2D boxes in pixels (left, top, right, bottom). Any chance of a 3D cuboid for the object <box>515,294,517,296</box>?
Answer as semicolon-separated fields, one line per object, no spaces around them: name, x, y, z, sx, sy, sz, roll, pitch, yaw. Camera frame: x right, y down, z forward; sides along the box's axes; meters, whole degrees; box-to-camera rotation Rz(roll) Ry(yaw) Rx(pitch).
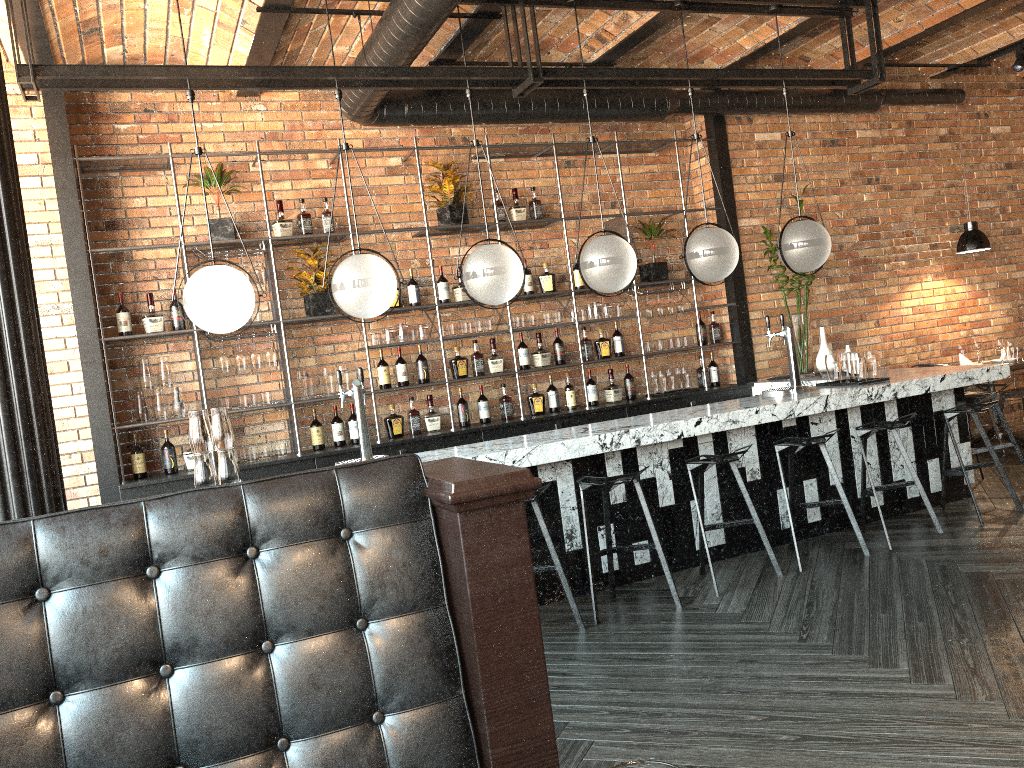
object;-0.021;-0.819;6.927;0.086;0.299;0.086;-7;2;26

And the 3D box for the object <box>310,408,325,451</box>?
object;-1.395;0.323;6.328;0.086;0.299;0.086;-7;2;26

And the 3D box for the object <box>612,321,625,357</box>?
object;0.871;-0.370;7.298;0.086;0.298;0.086;-7;2;26

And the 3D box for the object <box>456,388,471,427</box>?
object;-0.374;0.177;6.724;0.086;0.297;0.086;-7;2;11

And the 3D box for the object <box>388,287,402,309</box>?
object;-0.888;-0.667;6.557;0.151;0.248;0.094;-8;2;-19

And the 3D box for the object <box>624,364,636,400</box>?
object;0.966;-0.018;7.318;0.086;0.299;0.086;-7;2;26

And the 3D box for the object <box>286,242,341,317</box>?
object;-1.391;-0.734;6.320;0.430;0.526;0.425;-8;2;-10

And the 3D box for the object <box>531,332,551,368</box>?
object;0.225;-0.266;6.997;0.123;0.279;0.123;-9;2;-34

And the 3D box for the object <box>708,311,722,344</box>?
object;1.745;-0.488;7.651;0.083;0.282;0.083;-8;2;-13

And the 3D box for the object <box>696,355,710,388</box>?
object;1.631;-0.104;7.594;0.083;0.282;0.083;-9;2;-38

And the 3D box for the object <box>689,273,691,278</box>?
object;1.548;-1.036;7.583;0.083;0.282;0.083;-8;2;-8

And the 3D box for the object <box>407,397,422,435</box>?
object;-0.732;0.235;6.600;0.083;0.282;0.083;-8;2;-23

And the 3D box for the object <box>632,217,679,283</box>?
object;1.199;-1.123;7.402;0.398;0.560;0.374;-6;2;40

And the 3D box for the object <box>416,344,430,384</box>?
object;-0.674;-0.148;6.637;0.086;0.297;0.086;-7;2;26

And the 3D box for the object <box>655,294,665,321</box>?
object;1.249;-0.664;7.529;0.092;0.244;0.092;-7;2;17

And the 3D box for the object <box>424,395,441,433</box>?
object;-0.600;0.219;6.641;0.123;0.279;0.123;-8;2;-9

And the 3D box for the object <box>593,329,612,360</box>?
object;0.739;-0.325;7.227;0.151;0.248;0.094;-8;2;-14

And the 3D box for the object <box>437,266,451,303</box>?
object;-0.523;-0.747;6.720;0.086;0.298;0.086;-7;2;26

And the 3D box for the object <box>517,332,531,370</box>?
object;0.087;-0.258;6.962;0.086;0.298;0.086;-7;2;26

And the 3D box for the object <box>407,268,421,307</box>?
object;-0.739;-0.715;6.636;0.086;0.298;0.086;-7;2;26

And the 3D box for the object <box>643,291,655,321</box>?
object;1.121;-0.640;7.296;0.092;0.244;0.092;-7;2;17

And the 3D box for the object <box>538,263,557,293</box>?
object;0.281;-0.835;7.049;0.151;0.248;0.094;-7;2;6

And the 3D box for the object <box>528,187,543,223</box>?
object;0.182;-1.418;7.023;0.083;0.282;0.083;-9;2;-38

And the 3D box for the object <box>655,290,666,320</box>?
object;1.222;-0.654;7.338;0.092;0.244;0.092;-7;2;17

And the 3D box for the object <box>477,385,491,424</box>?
object;-0.222;0.153;6.823;0.086;0.298;0.086;-7;2;26

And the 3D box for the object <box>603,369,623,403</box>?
object;0.820;0.015;7.238;0.123;0.279;0.123;-9;2;-34

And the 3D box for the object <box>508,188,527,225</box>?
object;0.038;-1.395;6.964;0.123;0.279;0.123;-8;2;-19

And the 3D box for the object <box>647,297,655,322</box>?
object;1.158;-0.651;7.490;0.092;0.244;0.092;-7;2;17

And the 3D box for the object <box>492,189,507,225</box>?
object;-0.104;-1.377;6.902;0.083;0.282;0.083;-8;2;-23

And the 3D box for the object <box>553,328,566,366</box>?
object;0.372;-0.299;7.078;0.086;0.299;0.086;-7;2;26

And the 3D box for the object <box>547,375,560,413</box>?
object;0.322;0.076;7.059;0.086;0.298;0.086;-7;2;26

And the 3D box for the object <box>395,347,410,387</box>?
object;-0.824;-0.128;6.605;0.086;0.298;0.086;-7;2;26

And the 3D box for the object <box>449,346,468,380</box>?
object;-0.406;-0.160;6.746;0.151;0.248;0.094;-9;2;-34

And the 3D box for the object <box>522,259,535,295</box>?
object;0.119;-0.840;7.016;0.086;0.298;0.086;-7;2;26

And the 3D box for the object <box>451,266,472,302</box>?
object;-0.385;-0.755;6.755;0.123;0.279;0.123;-9;2;-34

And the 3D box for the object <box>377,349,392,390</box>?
object;-0.947;-0.108;6.526;0.086;0.299;0.086;-7;2;26

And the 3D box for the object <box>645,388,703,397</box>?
object;1.357;0.070;7.416;0.437;0.019;0.273;-8;2;-23

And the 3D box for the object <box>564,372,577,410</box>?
object;0.461;0.057;7.102;0.080;0.299;0.080;-8;2;-20

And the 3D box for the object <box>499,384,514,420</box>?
object;-0.051;0.137;6.887;0.083;0.282;0.083;-9;2;-38

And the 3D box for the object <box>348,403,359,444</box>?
object;-1.143;0.286;6.436;0.086;0.298;0.086;-7;2;26

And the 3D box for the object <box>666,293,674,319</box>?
object;1.344;-0.677;7.568;0.092;0.244;0.092;-7;2;17

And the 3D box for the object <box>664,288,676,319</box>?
object;1.312;-0.667;7.376;0.092;0.244;0.092;-7;2;17

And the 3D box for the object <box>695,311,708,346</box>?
object;1.619;-0.479;7.602;0.086;0.299;0.086;-7;2;26

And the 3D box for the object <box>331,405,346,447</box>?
object;-1.261;0.302;6.412;0.086;0.298;0.086;-7;2;26

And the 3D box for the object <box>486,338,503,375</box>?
object;-0.135;-0.215;6.846;0.123;0.279;0.123;-8;2;-9

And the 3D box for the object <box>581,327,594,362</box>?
object;0.596;-0.323;7.168;0.083;0.282;0.083;-9;2;-38

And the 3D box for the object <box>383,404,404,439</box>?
object;-0.871;0.274;6.541;0.151;0.248;0.094;-9;2;-34

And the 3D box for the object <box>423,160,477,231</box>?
object;-0.490;-1.445;6.783;0.425;0.526;0.430;-8;2;-20

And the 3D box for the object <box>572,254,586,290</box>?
object;0.534;-0.898;7.163;0.086;0.299;0.086;-7;2;26

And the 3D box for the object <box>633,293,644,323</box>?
object;1.058;-0.636;7.448;0.092;0.244;0.092;-7;2;17

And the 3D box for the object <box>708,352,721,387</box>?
object;1.740;-0.128;7.655;0.086;0.298;0.086;-7;2;26

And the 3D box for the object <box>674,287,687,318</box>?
object;1.407;-0.681;7.416;0.092;0.244;0.092;-7;2;17

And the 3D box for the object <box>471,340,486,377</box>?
object;-0.267;-0.198;6.805;0.083;0.282;0.083;-8;2;-23

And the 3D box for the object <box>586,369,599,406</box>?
object;0.644;0.029;7.188;0.086;0.298;0.086;-7;2;26

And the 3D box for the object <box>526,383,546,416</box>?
object;0.190;0.121;6.987;0.151;0.248;0.094;-8;2;-14
